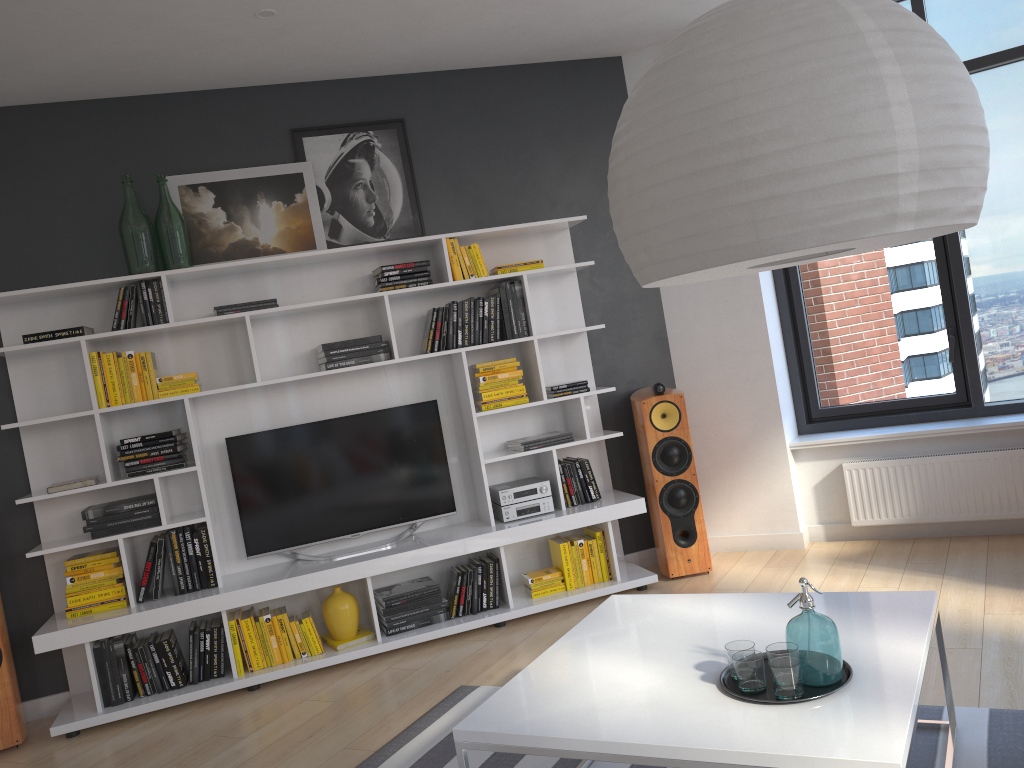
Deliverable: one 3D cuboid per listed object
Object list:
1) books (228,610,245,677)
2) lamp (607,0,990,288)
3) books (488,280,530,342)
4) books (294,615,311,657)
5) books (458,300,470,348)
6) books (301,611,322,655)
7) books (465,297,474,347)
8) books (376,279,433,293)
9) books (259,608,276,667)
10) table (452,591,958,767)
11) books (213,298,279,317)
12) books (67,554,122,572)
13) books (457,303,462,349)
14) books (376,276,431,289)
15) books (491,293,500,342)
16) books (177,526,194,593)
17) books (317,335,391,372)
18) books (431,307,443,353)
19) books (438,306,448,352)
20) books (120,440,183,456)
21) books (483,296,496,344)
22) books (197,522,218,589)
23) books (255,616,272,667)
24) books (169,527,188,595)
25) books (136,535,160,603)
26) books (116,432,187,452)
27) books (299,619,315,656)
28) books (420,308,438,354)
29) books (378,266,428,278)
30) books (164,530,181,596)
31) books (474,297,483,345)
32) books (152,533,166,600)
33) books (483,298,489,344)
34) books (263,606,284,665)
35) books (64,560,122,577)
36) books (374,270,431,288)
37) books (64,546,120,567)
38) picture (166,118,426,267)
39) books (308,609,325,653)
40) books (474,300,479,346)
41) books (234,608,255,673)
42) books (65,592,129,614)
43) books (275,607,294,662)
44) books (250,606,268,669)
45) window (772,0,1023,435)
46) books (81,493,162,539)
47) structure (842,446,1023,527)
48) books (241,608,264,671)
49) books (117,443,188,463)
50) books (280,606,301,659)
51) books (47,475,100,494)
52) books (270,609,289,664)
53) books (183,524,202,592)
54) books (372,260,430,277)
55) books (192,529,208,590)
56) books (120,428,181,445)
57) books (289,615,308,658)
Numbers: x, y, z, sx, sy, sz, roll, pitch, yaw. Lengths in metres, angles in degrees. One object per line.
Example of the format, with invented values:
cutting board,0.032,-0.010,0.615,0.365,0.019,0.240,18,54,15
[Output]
books,-1.344,1.265,4.333,0.029,0.270,0.204,-10,2,-15
lamp,1.094,-0.130,0.339,0.710,2.647,3.199,-11,2,-24
books,-0.019,-0.395,4.876,0.128,0.321,0.259,-10,2,-15
books,-1.043,1.252,4.418,0.046,0.187,0.134,-10,2,-16
books,-0.267,-0.319,4.779,0.084,0.249,0.191,-10,2,-15
books,-1.002,1.242,4.432,0.067,0.193,0.148,-10,2,-14
books,-0.236,-0.329,4.789,0.066,0.260,0.197,-10,2,-15
books,-0.574,-0.508,4.712,0.284,0.030,0.214,-10,2,-12
books,-1.209,1.249,4.383,0.041,0.252,0.180,-10,2,-15
table,0.611,0.982,2.530,1.091,0.435,1.091,-9,2,30
books,-1.352,-0.376,4.490,0.310,0.047,0.250,-11,2,-20
books,-2.017,0.862,4.317,0.234,0.024,0.171,-10,2,-11
books,-0.300,-0.307,4.765,0.068,0.243,0.179,-10,2,-17
books,-0.580,-0.533,4.714,0.264,0.020,0.189,-10,2,-17
books,-0.099,-0.354,4.824,0.066,0.260,0.197,-10,2,-15
books,-1.615,0.855,4.412,0.026,0.326,0.237,-10,2,-15
books,-0.835,-0.160,4.651,0.343,0.137,0.277,-11,2,-20
books,-0.411,-0.283,4.740,0.096,0.234,0.187,-10,2,-15
books,-0.378,-0.289,4.736,0.081,0.233,0.169,-10,2,-16
books,-1.771,0.312,4.367,0.264,0.020,0.189,-10,2,-12
books,-0.131,-0.343,4.814,0.084,0.249,0.191,-10,2,-15
books,-1.513,0.851,4.435,0.051,0.297,0.230,-10,2,-15
books,-1.226,1.266,4.374,0.042,0.230,0.156,-10,2,-17
books,-1.644,0.866,4.400,0.034,0.314,0.237,-10,2,-15
books,-1.785,0.906,4.372,0.142,0.284,0.232,-10,2,-15
books,-1.776,0.286,4.386,0.284,0.030,0.214,-10,2,-7
books,-1.020,1.259,4.411,0.049,0.169,0.113,-10,2,-16
books,-0.442,-0.278,4.727,0.104,0.234,0.182,-10,2,-15
books,-0.581,-0.587,4.707,0.246,0.026,0.180,-10,2,-13
books,-1.671,0.879,4.387,0.028,0.301,0.213,-10,2,-15
books,-0.192,-0.334,4.799,0.075,0.254,0.192,-10,2,-16
books,-1.732,0.894,4.368,0.100,0.289,0.210,-10,2,-16
books,-0.163,-0.334,4.793,0.071,0.243,0.179,-10,2,-16
books,-1.187,1.245,4.400,0.055,0.252,0.185,-10,2,-17
books,-2.022,0.888,4.319,0.238,0.023,0.167,-10,2,0
books,-0.587,-0.558,4.733,0.284,0.030,0.214,-10,2,-12
books,-2.037,0.840,4.336,0.234,0.024,0.171,-10,2,-11
picture,-1.133,-1.004,4.698,1.279,0.707,0.076,-10,2,-15
books,-0.982,1.237,4.447,0.046,0.193,0.149,-10,2,-15
books,-0.206,-0.323,4.768,0.069,0.242,0.172,-10,2,-14
books,-1.313,1.258,4.363,0.048,0.271,0.213,-10,2,-15
books,-1.996,1.047,4.308,0.269,0.025,0.213,-10,2,-12
books,-1.134,1.243,4.415,0.043,0.235,0.171,-10,2,-17
books,-1.251,1.250,4.385,0.038,0.267,0.202,-10,2,-15
window,2.399,-1.008,4.880,1.960,2.402,0.170,-9,2,30
books,-1.900,0.644,4.350,0.343,0.137,0.277,-10,2,-15
structure,2.532,0.572,4.636,1.474,0.460,0.110,-9,2,30
books,-1.280,1.259,4.378,0.066,0.258,0.198,-10,2,-15
books,-1.765,0.337,4.364,0.284,0.030,0.214,-10,2,-7
books,-1.106,1.238,4.432,0.056,0.235,0.172,-10,2,-16
books,-2.104,0.482,4.262,0.209,0.030,0.266,-11,2,-22
books,-1.152,1.245,4.389,0.043,0.240,0.169,-10,2,-17
books,-1.585,0.855,4.420,0.034,0.315,0.239,-10,2,-15
books,-0.592,-0.613,4.716,0.266,0.030,0.209,-11,2,-22
books,-1.549,0.869,4.423,0.028,0.272,0.200,-10,2,-15
books,-1.772,0.258,4.359,0.246,0.026,0.180,-10,2,-8
books,-1.065,1.256,4.419,0.056,0.188,0.138,-10,2,-15
